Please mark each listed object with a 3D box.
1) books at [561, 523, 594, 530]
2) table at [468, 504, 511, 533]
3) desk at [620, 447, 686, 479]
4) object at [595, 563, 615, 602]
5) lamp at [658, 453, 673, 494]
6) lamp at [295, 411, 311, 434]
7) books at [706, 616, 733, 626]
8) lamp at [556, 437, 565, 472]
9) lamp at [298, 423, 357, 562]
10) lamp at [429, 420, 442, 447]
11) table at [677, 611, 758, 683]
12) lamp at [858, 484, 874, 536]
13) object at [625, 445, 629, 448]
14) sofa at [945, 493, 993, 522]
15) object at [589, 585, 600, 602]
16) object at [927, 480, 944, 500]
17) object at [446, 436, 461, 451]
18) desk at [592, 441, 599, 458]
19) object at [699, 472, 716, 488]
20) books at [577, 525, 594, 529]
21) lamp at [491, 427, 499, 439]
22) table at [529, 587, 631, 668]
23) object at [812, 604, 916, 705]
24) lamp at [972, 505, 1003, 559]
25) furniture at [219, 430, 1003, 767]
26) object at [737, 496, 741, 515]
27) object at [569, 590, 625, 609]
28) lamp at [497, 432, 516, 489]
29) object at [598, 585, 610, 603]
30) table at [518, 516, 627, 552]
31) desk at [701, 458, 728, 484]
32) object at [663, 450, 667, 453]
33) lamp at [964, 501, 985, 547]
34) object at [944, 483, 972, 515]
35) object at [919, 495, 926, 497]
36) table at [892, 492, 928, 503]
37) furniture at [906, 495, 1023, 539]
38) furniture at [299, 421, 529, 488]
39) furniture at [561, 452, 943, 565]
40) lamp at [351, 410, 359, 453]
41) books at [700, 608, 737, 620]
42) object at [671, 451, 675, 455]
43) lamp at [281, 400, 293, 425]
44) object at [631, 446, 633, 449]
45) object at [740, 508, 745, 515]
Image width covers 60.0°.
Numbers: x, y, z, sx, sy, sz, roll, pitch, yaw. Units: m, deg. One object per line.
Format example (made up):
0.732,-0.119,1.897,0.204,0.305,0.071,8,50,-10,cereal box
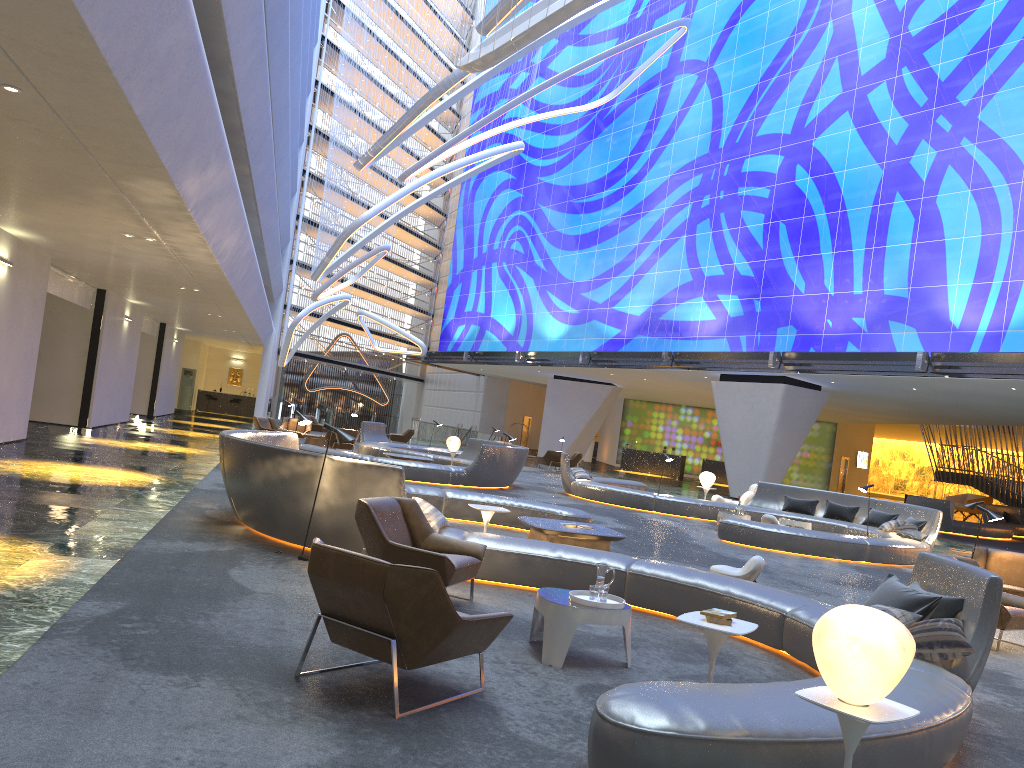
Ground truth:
0.790,1.706,10.718,0.395,0.039,0.301,8,-2,0,books
-0.287,1.602,9.393,0.418,0.595,0.427,8,-1,-18,table
6.866,3.844,43.191,2.972,1.097,0.815,7,-2,25,desk
0.613,1.355,6.049,0.131,0.252,0.103,8,-1,-31,object
3.755,2.370,21.935,0.202,1.300,0.383,8,-1,-38,lamp
-2.972,1.019,12.138,0.383,1.300,0.202,7,-1,35,lamp
1.126,1.277,4.830,0.128,0.030,0.182,7,-2,8,books
1.765,2.549,32.108,0.202,1.300,0.384,8,-1,3,lamp
-1.719,1.019,8.280,0.384,1.300,0.202,8,-1,-14,lamp
-2.480,1.798,28.215,0.384,1.300,0.202,8,-1,3,lamp
1.063,1.583,4.818,0.427,0.595,0.419,7,-1,30,table
6.965,2.613,17.540,0.385,1.300,0.201,8,-1,-21,lamp
5.639,3.062,43.482,0.149,0.149,0.149,7,-2,20,object
20.647,5.548,40.178,1.061,1.179,3.422,7,-2,12,sofa
0.546,1.407,5.908,0.071,0.118,0.071,8,-1,-32,object
20.676,5.441,43.332,0.475,1.663,1.208,7,-1,41,object
-1.504,1.530,22.701,0.367,0.387,0.318,8,-1,-7,object
5.180,4.320,59.120,2.972,1.097,0.815,7,-2,25,desk
4.789,2.346,21.744,0.367,0.387,0.317,9,-2,-32,object
0.888,1.725,10.702,0.134,0.012,0.189,9,-3,-24,books
-0.749,2.314,34.528,0.384,1.300,0.202,8,-1,3,lamp
0.464,1.671,6.087,0.672,0.406,0.673,8,-2,-18,table
1.392,1.084,3.536,0.367,0.387,0.317,9,-2,-32,object
5.890,2.182,11.125,0.383,1.300,0.202,7,-1,39,lamp
-0.210,1.372,8.531,5.192,0.969,9.921,9,-3,-17,furniture
4.275,2.275,16.651,0.076,0.355,0.066,7,-1,43,object
0.575,1.459,6.001,0.382,0.038,0.381,9,-3,-22,object
-0.162,1.764,20.301,0.384,1.300,0.202,8,-1,3,lamp
0.612,1.418,5.952,0.071,0.118,0.071,7,-2,44,object
0.682,1.905,10.657,1.204,0.392,1.203,8,-2,-14,table
10.687,4.344,42.731,2.972,1.097,0.815,7,-2,23,desk
7.363,3.266,42.754,0.150,0.145,0.150,7,-2,19,object
7.963,2.651,15.346,0.383,1.300,0.202,7,-1,30,lamp
21.723,5.579,43.206,1.205,1.663,0.476,8,-1,-4,object
13.918,3.958,30.063,0.318,0.387,0.367,8,-2,-7,object
19.025,5.644,42.422,1.239,0.726,2.313,6,-3,34,table
15.938,4.479,28.989,9.924,0.969,5.191,8,-2,3,furniture
-2.110,1.780,23.555,5.184,0.969,9.937,8,-2,3,furniture
4.640,2.515,19.403,5.194,0.969,9.918,9,-3,-22,furniture
-4.434,1.378,24.745,0.202,1.300,0.384,8,-1,3,lamp
1.126,1.251,4.829,0.133,0.022,0.189,6,-3,37,books
7.748,3.313,42.629,0.150,0.145,0.150,7,-2,19,object
-6.948,1.143,27.165,0.384,1.300,0.202,8,-1,3,lamp
5.865,3.108,43.394,0.107,0.108,0.111,7,-2,20,object
4.355,2.411,16.768,0.071,0.118,0.151,8,-2,-4,object
